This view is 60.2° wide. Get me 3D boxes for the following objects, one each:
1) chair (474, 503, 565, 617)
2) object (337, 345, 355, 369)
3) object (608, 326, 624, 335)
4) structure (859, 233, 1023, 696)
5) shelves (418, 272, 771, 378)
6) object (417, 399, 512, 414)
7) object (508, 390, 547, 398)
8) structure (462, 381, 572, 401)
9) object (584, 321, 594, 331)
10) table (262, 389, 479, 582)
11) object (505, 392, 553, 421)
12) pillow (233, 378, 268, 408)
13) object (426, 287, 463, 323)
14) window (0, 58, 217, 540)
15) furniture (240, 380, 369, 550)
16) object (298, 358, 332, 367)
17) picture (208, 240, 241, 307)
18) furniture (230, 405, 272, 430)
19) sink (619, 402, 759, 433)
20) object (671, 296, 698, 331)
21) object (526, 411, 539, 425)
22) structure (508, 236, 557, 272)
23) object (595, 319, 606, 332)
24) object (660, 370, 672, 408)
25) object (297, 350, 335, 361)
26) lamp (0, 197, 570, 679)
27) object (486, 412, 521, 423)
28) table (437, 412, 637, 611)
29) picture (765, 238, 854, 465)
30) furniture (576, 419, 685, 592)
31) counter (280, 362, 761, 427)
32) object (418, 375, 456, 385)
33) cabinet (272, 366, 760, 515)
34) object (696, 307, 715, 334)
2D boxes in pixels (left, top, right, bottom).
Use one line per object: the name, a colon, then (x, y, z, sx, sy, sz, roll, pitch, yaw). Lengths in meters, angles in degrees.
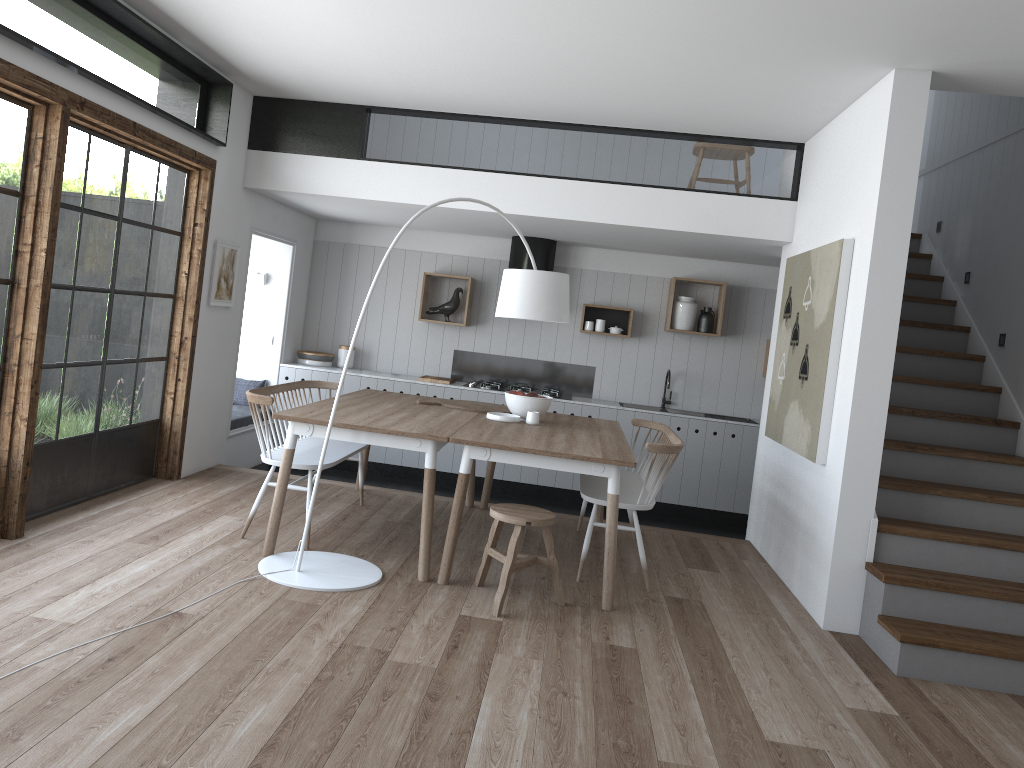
chair: (0.082, 0.852, 4.333, 0.429, 0.449, 0.487, 6, 3, -8)
object: (-1.586, -0.255, 8.438, 0.150, 0.212, 0.158, 6, 2, -26)
object: (0.946, -0.492, 8.052, 0.126, 0.073, 0.110, 6, 3, -15)
structure: (2.486, 0.141, 5.593, 1.062, 2.628, 3.589, 7, 3, 4)
shelves: (0.945, -0.625, 8.078, 3.602, 0.797, 0.298, 7, 2, 7)
object: (-0.234, 0.159, 6.069, 0.613, 0.023, 0.660, 9, 4, 28)
object: (0.102, 0.131, 5.673, 0.244, 0.167, 0.243, 5, 4, -34)
structure: (0.058, 0.045, 8.067, 0.989, 0.048, 0.551, 7, 4, 7)
object: (0.703, -0.526, 8.057, 0.086, 0.088, 0.080, 9, 3, 42)
table: (-0.749, 0.524, 5.526, 0.941, 0.749, 2.033, 7, 4, 4)
object: (0.099, 0.152, 5.677, 0.316, 0.164, 0.314, 7, 3, 3)
pillow: (-2.432, 0.086, 8.052, 0.405, 0.293, 0.180, 7, 2, 7)
object: (-0.635, -0.754, 8.295, 0.337, 0.334, 0.138, 7, 2, 8)
window: (-2.484, -0.299, 3.545, 0.162, 2.254, 5.381, 7, 3, 4)
furniture: (-1.251, 0.438, 5.465, 0.547, 0.809, 1.355, 7, 3, 4)
object: (-1.876, -0.207, 8.411, 0.316, 0.055, 0.336, 3, 5, -45)
picture: (-2.127, -0.810, 6.527, 0.030, 0.470, 0.433, 7, 2, 4)
furniture: (-2.510, 0.262, 7.602, 0.599, 0.115, 1.047, 7, 4, 5)
sink: (1.539, 0.337, 7.839, 1.185, 0.166, 0.450, 7, 4, 7)
object: (1.553, -0.634, 7.993, 0.224, 0.301, 0.233, 6, 2, -21)
object: (0.129, 0.212, 5.477, 0.084, 0.079, 0.082, 7, 3, 6)
structure: (0.177, -1.088, 8.111, 0.402, 0.868, 0.427, 5, 2, -38)
object: (0.804, -0.528, 8.044, 0.087, 0.115, 0.085, 7, 2, 6)
object: (1.420, 0.056, 7.989, 0.091, 0.374, 0.288, 7, 2, 4)
object: (-1.869, -0.265, 8.410, 0.349, 0.066, 0.370, 4, 5, -35)
lamp: (-1.283, -0.039, 3.452, 0.897, 2.022, 5.078, 8, 3, 30)
object: (-0.053, 0.209, 5.526, 0.211, 0.035, 0.218, 6, 4, -15)
table: (0.179, 0.640, 5.405, 0.941, 0.749, 2.033, 7, 4, 4)
picture: (1.783, -0.211, 5.395, 0.060, 1.217, 1.292, 7, 3, 4)
furniture: (0.680, 0.668, 5.406, 0.547, 0.809, 1.355, 7, 3, 4)
counter: (0.940, 0.190, 7.947, 6.167, 0.020, 0.576, 7, 4, 7)
object: (-0.689, -0.039, 8.153, 0.292, 0.030, 0.398, 7, 4, 5)
cabinet: (0.874, 0.591, 7.673, 6.163, 0.747, 0.010, 7, 1, 7)
object: (1.759, -0.575, 7.976, 0.160, 0.236, 0.152, 7, 2, 3)
